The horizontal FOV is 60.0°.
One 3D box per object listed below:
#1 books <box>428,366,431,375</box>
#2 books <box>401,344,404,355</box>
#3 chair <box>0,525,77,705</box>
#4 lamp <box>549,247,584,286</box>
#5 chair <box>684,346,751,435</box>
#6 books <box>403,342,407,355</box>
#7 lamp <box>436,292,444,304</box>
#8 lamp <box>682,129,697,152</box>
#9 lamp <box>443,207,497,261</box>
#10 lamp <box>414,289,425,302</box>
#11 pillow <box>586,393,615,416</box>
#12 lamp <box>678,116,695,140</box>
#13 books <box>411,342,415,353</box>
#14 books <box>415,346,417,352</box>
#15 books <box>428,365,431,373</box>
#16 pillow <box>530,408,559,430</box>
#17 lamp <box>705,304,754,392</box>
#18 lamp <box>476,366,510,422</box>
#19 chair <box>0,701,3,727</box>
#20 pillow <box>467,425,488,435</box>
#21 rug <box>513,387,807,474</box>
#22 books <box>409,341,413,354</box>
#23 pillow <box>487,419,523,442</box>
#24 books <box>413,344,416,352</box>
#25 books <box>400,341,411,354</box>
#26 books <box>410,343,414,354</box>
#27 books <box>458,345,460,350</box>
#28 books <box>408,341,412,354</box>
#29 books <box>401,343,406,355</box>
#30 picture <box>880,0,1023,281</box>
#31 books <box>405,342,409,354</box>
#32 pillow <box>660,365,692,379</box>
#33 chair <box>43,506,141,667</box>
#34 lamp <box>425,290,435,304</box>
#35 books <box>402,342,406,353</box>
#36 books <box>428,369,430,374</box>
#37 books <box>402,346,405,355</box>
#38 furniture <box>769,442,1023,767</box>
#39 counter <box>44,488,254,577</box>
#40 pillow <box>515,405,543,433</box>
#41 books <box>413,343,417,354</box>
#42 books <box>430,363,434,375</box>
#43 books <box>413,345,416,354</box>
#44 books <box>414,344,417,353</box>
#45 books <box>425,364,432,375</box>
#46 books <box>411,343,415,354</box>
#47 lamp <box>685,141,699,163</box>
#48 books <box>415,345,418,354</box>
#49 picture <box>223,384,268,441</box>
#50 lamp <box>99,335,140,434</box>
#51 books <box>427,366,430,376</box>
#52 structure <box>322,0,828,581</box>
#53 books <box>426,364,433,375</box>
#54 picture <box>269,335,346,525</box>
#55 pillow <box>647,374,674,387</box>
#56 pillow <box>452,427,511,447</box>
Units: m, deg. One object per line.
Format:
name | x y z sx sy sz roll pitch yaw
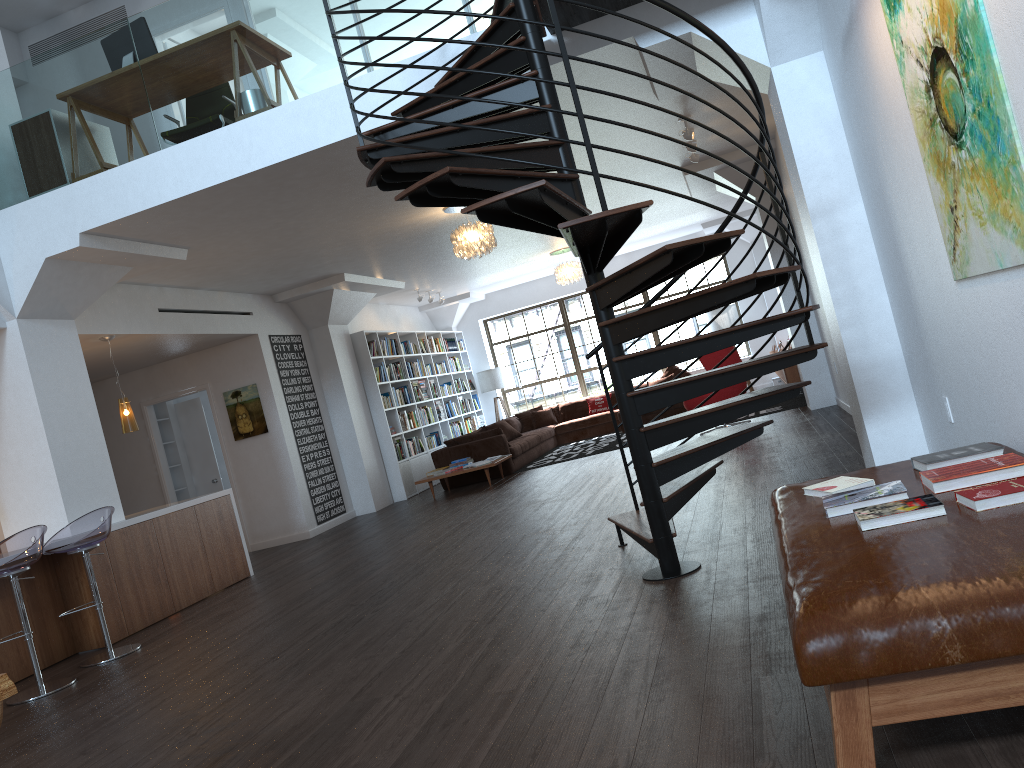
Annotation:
books | -1.408 -0.202 14.522 0.126 0.173 0.032 -15 0 15
books | -1.735 -0.509 13.614 0.126 0.173 0.032 -15 0 15
chair | -3.065 1.432 5.546 0.481 1.014 0.530 -15 0 13
lamp | 0.850 -1.801 13.684 0.442 0.539 0.441 -14 -1 -33
chair | 2.461 0.048 10.740 0.801 1.006 0.798 -15 -1 40
books | -1.709 -0.530 13.726 0.146 0.202 0.027 -15 0 15
lamp | -1.191 -1.438 14.843 0.120 0.211 0.111 -14 0 -11
lamp | 1.643 -2.231 8.174 0.120 0.211 0.111 -14 -1 -26
lamp | -0.405 -1.517 8.789 0.442 0.539 0.441 -14 -1 -33
lamp | -1.446 -1.380 13.853 0.120 0.211 0.111 -14 -1 -41
pillow | 1.520 0.356 15.277 0.465 0.308 0.220 -15 0 11
lamp | 1.514 -2.202 7.673 0.120 0.211 0.111 -14 0 -11
books | -1.624 -0.548 14.095 0.127 0.200 0.020 -15 0 15
books | -1.584 -0.543 14.202 0.109 0.171 0.018 -15 0 15
books | -1.402 -0.206 14.548 0.128 0.178 0.021 -15 0 15
pillow | 0.536 0.596 15.397 0.489 0.337 0.238 -14 0 -16
lamp | 3.802 -0.558 15.388 0.545 1.579 0.545 -15 -1 26
lamp | -0.207 0.494 16.586 0.545 1.579 0.545 -15 0 4
chair | -1.516 1.097 2.157 0.629 0.833 0.618 -15 0 10
pillow | -0.395 0.789 12.596 0.269 0.411 0.559 -14 -1 -29
rug | 2.286 0.627 12.908 4.200 0.007 3.100 -15 0 16
books | -1.657 -0.557 13.984 0.140 0.231 0.042 -15 0 15
pillow | -0.136 0.756 14.005 0.325 0.391 0.625 -15 -1 31
books | -1.606 -0.541 14.134 0.128 0.178 0.021 -15 0 15
books | -1.679 -0.552 13.889 0.140 0.231 0.042 -15 0 15
books | -1.637 -0.541 14.022 0.139 0.191 0.036 -15 0 15
books | -1.030 -0.666 16.306 0.120 0.167 0.020 -15 0 15
books | -1.671 -0.551 13.938 0.158 0.226 0.052 -15 0 15
books | -1.726 -0.521 13.669 0.139 0.191 0.036 -15 0 15
picture | 1.467 -0.958 2.982 0.010 1.200 1.095 -15 0 15
books | -1.693 -0.534 13.806 0.146 0.202 0.027 -15 0 15
pillow | 2.707 -0.076 14.994 0.651 0.587 0.335 -15 0 -6
chair | -2.909 1.396 6.155 0.481 1.014 0.530 -15 0 17
lamp | -1.321 -1.409 14.342 0.120 0.211 0.111 -14 -1 -26
books | -1.724 -0.526 13.702 0.146 0.202 0.027 -15 0 15
books | -1.414 -0.199 14.495 0.122 0.169 0.023 -15 0 15
books | -1.729 -0.513 13.640 0.128 0.178 0.021 -15 0 15
furniture | 1.292 0.567 2.673 0.907 0.453 1.819 -15 0 15
counter | -3.118 1.519 4.585 3.039 0.860 8.182 -14 0 -15
pillow | 0.376 0.620 15.539 0.580 0.418 0.334 -14 0 -12
books | -1.607 -0.544 14.161 0.134 0.184 0.030 -15 0 15
books | -1.382 -0.223 14.634 0.146 0.202 0.027 -15 0 15
books | -1.610 -0.540 14.113 0.128 0.178 0.022 -15 0 15
books | -1.598 -0.543 14.186 0.128 0.178 0.022 -15 0 15
books | -1.398 -0.214 14.577 0.139 0.191 0.036 -15 0 15
books | -1.630 -0.545 14.062 0.136 0.196 0.045 -15 0 15
lamp | 1.769 -2.260 8.664 0.120 0.211 0.111 -14 -1 -41
books | -1.572 -0.536 14.218 0.110 0.153 0.019 -15 0 15
picture | -3.184 0.340 10.595 0.450 0.600 0.030 -15 0 15
lamp | -3.614 0.005 8.158 0.149 0.900 0.149 -14 -1 -30
books | -1.411 -0.199 14.472 0.107 0.167 0.017 -15 0 15
structure | 0.256 -1.162 4.483 1.998 4.352 1.998 -14 -1 -24
books | -1.397 -0.220 14.610 0.146 0.202 0.027 -15 0 15
picture | -2.542 0.535 11.113 0.021 2.380 0.800 -15 0 15
pillow | 2.494 0.063 14.886 0.542 0.362 0.248 -15 -1 36
pillow | -0.415 0.835 12.329 0.750 0.364 0.289 -15 0 14
